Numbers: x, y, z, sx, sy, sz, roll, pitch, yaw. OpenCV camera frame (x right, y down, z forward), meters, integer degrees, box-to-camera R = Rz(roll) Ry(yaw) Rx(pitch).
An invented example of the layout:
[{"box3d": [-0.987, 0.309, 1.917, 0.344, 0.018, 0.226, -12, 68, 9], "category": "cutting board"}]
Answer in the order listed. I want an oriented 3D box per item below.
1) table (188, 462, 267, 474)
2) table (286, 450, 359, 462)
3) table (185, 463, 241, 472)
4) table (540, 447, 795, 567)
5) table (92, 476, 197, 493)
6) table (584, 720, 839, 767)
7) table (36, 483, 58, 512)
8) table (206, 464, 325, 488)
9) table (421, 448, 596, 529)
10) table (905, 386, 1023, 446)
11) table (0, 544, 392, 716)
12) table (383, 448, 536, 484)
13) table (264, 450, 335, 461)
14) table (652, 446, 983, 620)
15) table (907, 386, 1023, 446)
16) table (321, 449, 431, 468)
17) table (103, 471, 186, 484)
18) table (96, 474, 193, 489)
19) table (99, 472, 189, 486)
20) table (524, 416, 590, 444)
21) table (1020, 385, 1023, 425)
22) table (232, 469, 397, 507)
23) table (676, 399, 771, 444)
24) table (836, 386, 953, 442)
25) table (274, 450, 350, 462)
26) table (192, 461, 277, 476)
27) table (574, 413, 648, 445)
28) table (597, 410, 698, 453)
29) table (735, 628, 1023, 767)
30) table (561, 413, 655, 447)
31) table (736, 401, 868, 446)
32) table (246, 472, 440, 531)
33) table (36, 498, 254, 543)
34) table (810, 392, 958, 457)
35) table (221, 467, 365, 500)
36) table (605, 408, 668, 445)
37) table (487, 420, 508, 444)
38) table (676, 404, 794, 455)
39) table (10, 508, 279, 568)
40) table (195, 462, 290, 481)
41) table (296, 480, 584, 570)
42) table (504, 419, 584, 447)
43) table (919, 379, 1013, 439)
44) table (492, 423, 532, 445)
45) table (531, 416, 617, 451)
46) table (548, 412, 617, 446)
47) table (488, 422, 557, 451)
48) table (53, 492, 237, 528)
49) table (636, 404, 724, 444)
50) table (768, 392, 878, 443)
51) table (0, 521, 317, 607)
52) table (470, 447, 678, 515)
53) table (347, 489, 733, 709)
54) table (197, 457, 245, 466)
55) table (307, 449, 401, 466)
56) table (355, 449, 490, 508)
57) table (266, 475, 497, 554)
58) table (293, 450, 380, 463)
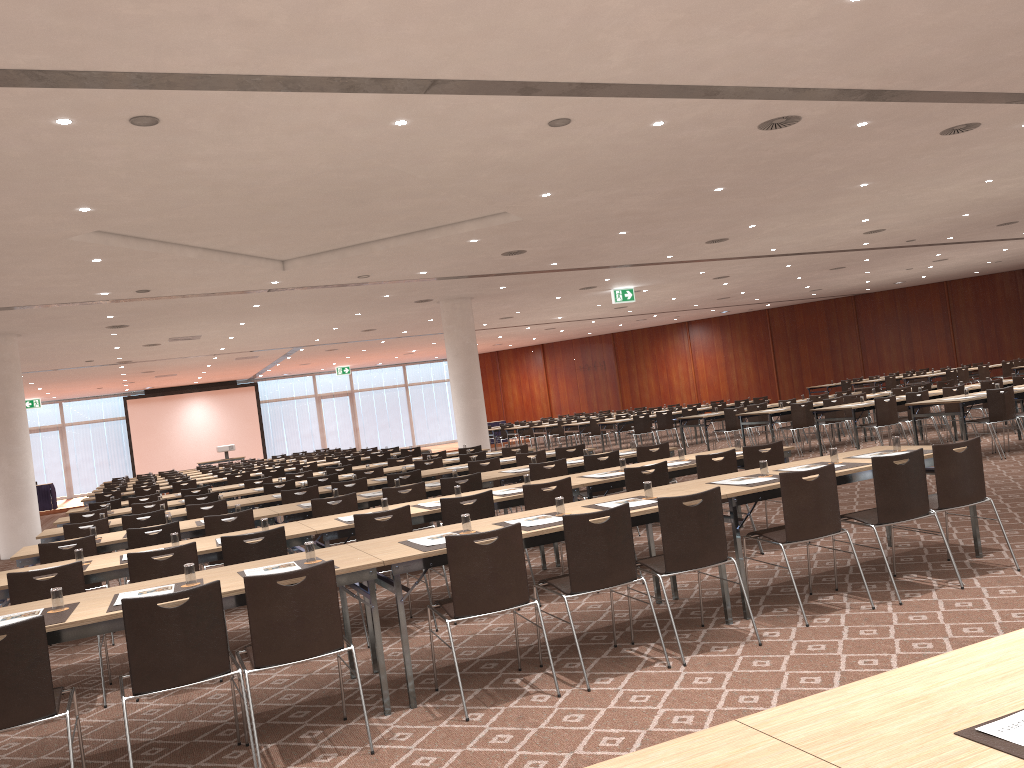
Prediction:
[{"box3d": [-8.059, 2.784, 25.488, 2.266, 0.833, 0.954, -7, -1, -23], "category": "table"}, {"box3d": [-5.215, 2.391, 24.530, 2.266, 0.833, 0.954, -7, -1, -23], "category": "table"}, {"box3d": [-8.829, 2.924, 27.330, 2.266, 0.833, 0.954, -7, -1, -23], "category": "table"}, {"box3d": [1.517, 1.166, 8.411, 2.266, 0.833, 0.954, -7, -1, -23], "category": "table"}, {"box3d": [-8.595, 2.757, 20.920, 2.266, 0.833, 0.954, -7, -1, -23], "category": "table"}, {"box3d": [-0.307, 1.249, 1.077, 2.266, 0.833, 0.954, -7, -1, -23], "category": "table"}, {"box3d": [-15.379, 3.674, 28.044, 1.711, 0.832, 1.042, -7, -1, -23], "category": "table"}, {"box3d": [-4.982, 2.224, 18.120, 2.266, 0.833, 0.954, -7, -1, -23], "category": "table"}, {"box3d": [-0.022, 1.446, 12.095, 2.266, 0.833, 0.954, -7, -1, -23], "category": "table"}, {"box3d": [6.996, 0.544, 12.915, 2.266, 0.833, 0.954, -7, -1, -23], "category": "table"}, {"box3d": [-1.863, 1.532, 4.802, 2.266, 0.833, 0.954, -7, -1, -23], "category": "table"}, {"box3d": [-0.791, 1.586, 13.937, 2.266, 0.833, 0.954, -7, -1, -23], "category": "table"}, {"box3d": [-6.754, 2.671, 28.214, 2.266, 0.833, 0.954, -7, -1, -23], "category": "table"}, {"box3d": [2.286, 1.026, 6.569, 2.266, 0.833, 0.954, -7, -1, -23], "category": "table"}, {"box3d": [6.996, 0.544, 12.915, 2.266, 0.833, 0.954, -7, -1, -23], "category": "table"}, {"box3d": [-2.907, 1.971, 19.003, 2.266, 0.833, 0.954, -7, -1, -23], "category": "table"}, {"box3d": [-10.903, 3.177, 26.447, 2.266, 0.833, 0.954, -7, -1, -23], "category": "table"}, {"box3d": [-9.364, 2.897, 22.762, 2.266, 0.833, 0.954, -7, -1, -23], "category": "table"}, {"box3d": [-10.134, 3.037, 24.605, 2.266, 0.833, 0.954, -7, -1, -23], "category": "table"}, {"box3d": [1.569, 1.656, 31.759, 2.266, 0.833, 0.954, -7, -1, -23], "category": "table"}, {"box3d": [9.071, 0.291, 13.799, 2.266, 0.833, 0.954, -7, -1, -23], "category": "table"}, {"box3d": [-2.866, 1.839, 13.054, 2.266, 0.833, 0.954, -7, -1, -23], "category": "table"}, {"box3d": [5.416, 0.956, 22.549, 2.266, 0.833, 0.954, -7, -1, -23], "category": "table"}, {"box3d": [7.532, 0.571, 17.483, 2.266, 0.833, 0.954, -7, -1, -23], "category": "table"}, {"box3d": [-5.985, 2.531, 26.372, 2.266, 0.833, 0.954, -7, -1, -23], "category": "table"}, {"box3d": [-7.290, 2.644, 23.646, 2.266, 0.833, 0.954, -7, -1, -23], "category": "table"}, {"box3d": [3.108, 1.376, 28.075, 2.266, 0.833, 0.954, -7, -1, -23], "category": "table"}, {"box3d": [3.342, 1.209, 21.665, 2.266, 0.833, 0.954, -7, -1, -23], "category": "table"}, {"box3d": [1.767, 0.996, 1.961, 2.266, 0.833, 0.954, -7, -1, -23], "category": "table"}, {"box3d": [2.572, 1.349, 23.507, 2.266, 0.833, 0.954, -7, -1, -23], "category": "table"}, {"box3d": [5.457, 0.824, 16.599, 2.266, 0.833, 0.954, -7, -1, -23], "category": "table"}, {"box3d": [-2.096, 1.699, 11.212, 2.266, 0.833, 0.954, -7, -1, -23], "category": "table"}, {"box3d": [-4.171, 1.952, 10.328, 2.266, 0.833, 0.954, -7, -1, -23], "category": "table"}, {"box3d": [6.227, 0.684, 14.757, 2.266, 0.833, 0.954, -7, -1, -23], "category": "table"}, {"box3d": [-3.635, 1.979, 14.896, 2.266, 0.833, 0.954, -7, -1, -23], "category": "table"}, {"box3d": [3.877, 1.236, 26.233, 2.266, 0.833, 0.954, -7, -1, -23], "category": "table"}, {"box3d": [-1.058, 1.928, 34.144, 1.711, 0.832, 1.042, -7, -1, -23], "category": "table"}, {"box3d": [4.688, 0.964, 18.441, 2.266, 0.833, 0.954, -7, -1, -23], "category": "table"}, {"box3d": [-3.401, 1.812, 8.486, 2.266, 0.833, 0.954, -7, -1, -23], "category": "table"}, {"box3d": [-6.520, 2.504, 21.804, 2.266, 0.833, 0.954, -7, -1, -23], "category": "table"}, {"box3d": [-0.558, 1.419, 7.527, 2.266, 0.833, 0.954, -7, -1, -23], "category": "table"}, {"box3d": [1.033, 1.629, 27.191, 2.266, 0.833, 0.954, -7, -1, -23], "category": "table"}, {"box3d": [8.301, 0.431, 15.641, 2.266, 0.833, 0.954, -7, -1, -23], "category": "table"}, {"box3d": [-0.505, 1.909, 30.876, 2.266, 0.833, 0.954, -7, -1, -23], "category": "table"}, {"box3d": [1.803, 1.489, 25.349, 2.266, 0.833, 0.954, -7, -1, -23], "category": "table"}, {"box3d": [2.338, 1.516, 29.917, 2.266, 0.833, 0.954, -7, -1, -23], "category": "table"}, {"box3d": [0.264, 1.769, 29.034, 2.266, 0.833, 0.954, -7, -1, -23], "category": "table"}, {"box3d": [-4.940, 2.092, 12.170, 2.266, 0.833, 0.954, -7, -1, -23], "category": "table"}, {"box3d": [4.647, 1.096, 24.391, 2.266, 0.833, 0.954, -7, -1, -23], "category": "table"}, {"box3d": [6.762, 0.711, 19.325, 2.266, 0.833, 0.954, -7, -1, -23], "category": "table"}, {"box3d": [-2.632, 1.672, 6.644, 2.266, 0.833, 0.954, -7, -1, -23], "category": "table"}, {"box3d": [0.747, 1.306, 10.253, 2.266, 0.833, 0.954, -7, -1, -23], "category": "table"}, {"box3d": [0.212, 1.279, 5.685, 2.266, 0.833, 0.954, -7, -1, -23], "category": "table"}, {"box3d": [-9.918, 3.009, 30.388, 1.539, 0.832, 0.954, -7, -1, -23], "category": "table"}, {"box3d": [-3.677, 2.111, 20.845, 2.266, 0.833, 0.954, -7, -1, -23], "category": "table"}, {"box3d": [-1.561, 1.726, 15.780, 2.266, 0.833, 0.954, -7, -1, -23], "category": "table"}, {"box3d": [-1.327, 1.559, 9.370, 2.266, 0.833, 0.954, -7, -1, -23], "category": "table"}, {"box3d": [-4.446, 2.251, 22.688, 2.266, 0.833, 0.954, -7, -1, -23], "category": "table"}]
